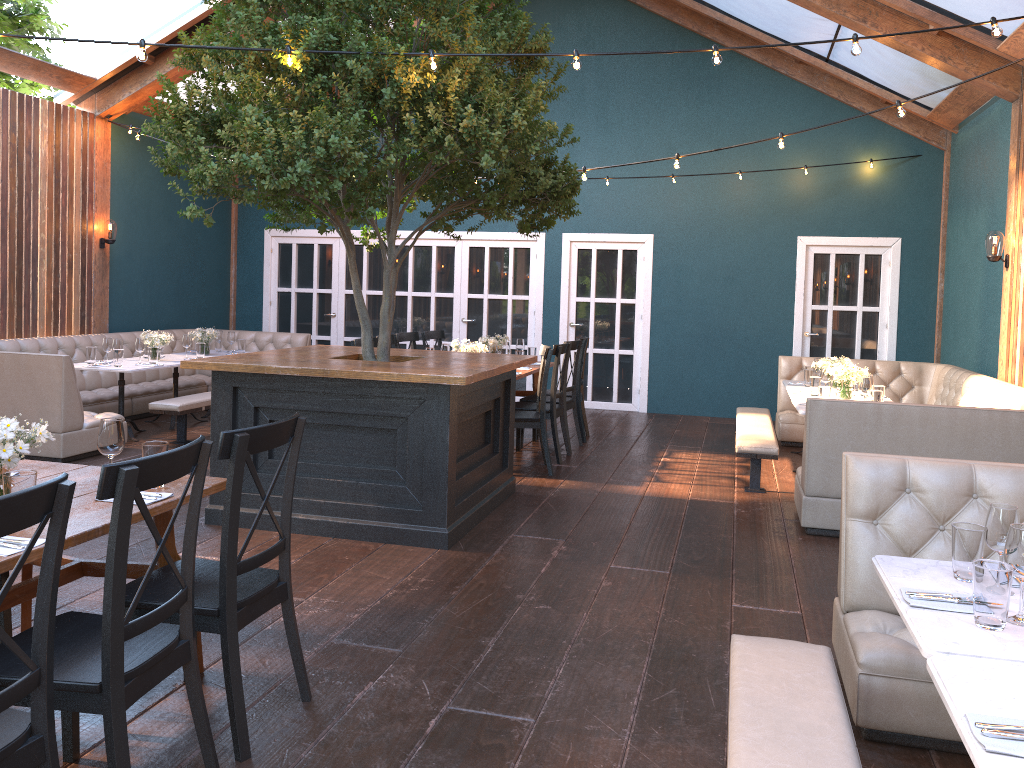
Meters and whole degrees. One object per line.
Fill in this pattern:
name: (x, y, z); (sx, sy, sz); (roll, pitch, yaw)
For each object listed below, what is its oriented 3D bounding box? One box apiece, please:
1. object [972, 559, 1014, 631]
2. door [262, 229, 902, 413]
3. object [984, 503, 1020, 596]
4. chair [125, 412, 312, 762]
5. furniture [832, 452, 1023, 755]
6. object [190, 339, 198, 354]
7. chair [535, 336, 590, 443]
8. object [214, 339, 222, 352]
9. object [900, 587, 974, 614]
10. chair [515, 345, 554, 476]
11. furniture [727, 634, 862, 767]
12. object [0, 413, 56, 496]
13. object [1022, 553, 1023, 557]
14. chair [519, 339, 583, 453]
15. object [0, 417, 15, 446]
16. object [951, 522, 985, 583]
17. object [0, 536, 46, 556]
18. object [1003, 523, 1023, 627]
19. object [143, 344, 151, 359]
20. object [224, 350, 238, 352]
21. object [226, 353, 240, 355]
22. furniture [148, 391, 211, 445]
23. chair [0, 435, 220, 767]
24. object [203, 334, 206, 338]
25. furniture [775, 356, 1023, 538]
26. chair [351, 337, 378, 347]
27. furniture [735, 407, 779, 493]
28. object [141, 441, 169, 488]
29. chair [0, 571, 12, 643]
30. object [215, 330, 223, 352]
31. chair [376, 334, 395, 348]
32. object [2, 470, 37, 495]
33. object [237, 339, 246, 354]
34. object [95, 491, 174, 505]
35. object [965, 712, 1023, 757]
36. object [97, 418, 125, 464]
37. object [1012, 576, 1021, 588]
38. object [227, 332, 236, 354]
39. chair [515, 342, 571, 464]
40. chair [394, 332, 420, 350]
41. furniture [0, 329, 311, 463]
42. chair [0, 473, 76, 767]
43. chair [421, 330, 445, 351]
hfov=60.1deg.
object: (1.199, 0.529, 2.213); (0.092, 0.158, 0.092); (2, 3, 1)
door: (0.517, -0.820, 11.317); (8.177, 2.204, 0.174); (3, 3, 14)
object: (1.374, 0.463, 2.484); (0.092, 0.244, 0.092); (0, 3, -28)
chair: (-1.007, 0.620, 2.988); (0.540, 1.017, 0.478); (3, 3, 14)
furniture: (1.655, 0.946, 1.459); (1.710, 0.856, 4.173); (3, 6, 14)
object: (-3.471, -0.412, 9.657); (0.092, 0.158, 0.092); (2, 3, 1)
chair: (0.515, 0.033, 8.905); (0.540, 1.017, 0.479); (2, 3, 9)
object: (-3.331, -0.448, 10.037); (0.092, 0.158, 0.092); (2, 3, 1)
object: (1.189, 0.580, 2.382); (0.255, 0.019, 0.158); (3, 6, 15)
chair: (0.073, 0.195, 7.267); (0.539, 1.017, 0.479); (2, 3, -3)
furniture: (0.573, 1.112, 1.745); (0.313, 0.397, 2.337); (3, 6, 14)
object: (-1.664, 0.242, 2.822); (0.336, 0.308, 0.330); (3, 4, 10)
object: (1.367, 0.478, 2.030); (0.336, 0.308, 0.330); (4, 5, 26)
chair: (0.376, 0.087, 8.364); (0.540, 1.017, 0.478); (3, 3, 19)
object: (-1.788, 0.243, 3.090); (0.092, 0.244, 0.092); (0, 3, -28)
object: (1.332, 0.493, 2.587); (0.092, 0.158, 0.092); (2, 3, 1)
object: (-1.439, 0.438, 2.452); (0.255, 0.019, 0.158); (3, 6, 15)
object: (1.302, 0.485, 2.253); (0.092, 0.244, 0.092); (0, 3, -28)
object: (-3.672, -0.338, 8.908); (0.092, 0.158, 0.092); (2, 3, 1)
object: (-3.167, -0.374, 10.048); (0.157, 0.019, 0.256); (3, 6, 14)
object: (-3.010, -0.326, 9.645); (0.255, 0.019, 0.158); (3, 6, 15)
furniture: (-2.765, 0.247, 8.866); (0.313, 0.397, 2.337); (3, 6, 14)
chair: (-1.147, 0.674, 2.445); (0.540, 1.017, 0.479); (2, 3, 9)
object: (-3.350, -0.457, 9.715); (0.092, 0.244, 0.092); (0, 3, -33)
furniture: (3.160, 0.366, 7.307); (1.710, 0.856, 4.173); (3, 6, 14)
chair: (-1.100, 0.125, 7.585); (0.540, 1.017, 0.478); (3, 3, 14)
furniture: (2.086, 0.530, 7.624); (0.313, 0.397, 2.337); (3, 6, 14)
object: (-1.285, 0.291, 3.184); (0.092, 0.158, 0.092); (5, 4, 41)
chair: (-2.233, 0.549, 3.301); (0.540, 1.017, 0.478); (3, 3, 19)
object: (-3.289, -0.479, 9.935); (0.092, 0.244, 0.092); (0, 3, -33)
chair: (-1.007, 0.069, 8.139); (0.540, 1.017, 0.479); (2, 3, 9)
object: (-1.460, 0.342, 2.622); (0.092, 0.158, 0.092); (5, 4, 41)
object: (-3.005, -0.416, 9.836); (0.092, 0.158, 0.092); (2, 3, 1)
object: (-1.305, 0.378, 3.017); (0.255, 0.019, 0.158); (3, 6, 15)
object: (0.989, 0.654, 1.636); (0.255, 0.019, 0.158); (3, 6, 15)
object: (-1.431, 0.246, 3.156); (0.092, 0.244, 0.092); (2, 3, -5)
object: (1.496, 0.567, 2.597); (0.157, 0.019, 0.256); (3, 6, 14)
object: (-3.101, -0.456, 9.774); (0.092, 0.244, 0.092); (0, 3, -33)
chair: (0.236, 0.141, 7.821); (0.540, 1.017, 0.478); (3, 3, 14)
chair: (-0.882, 0.014, 8.685); (0.540, 1.017, 0.478); (3, 3, 19)
furniture: (-3.807, -0.041, 9.104); (1.710, 0.856, 4.173); (3, 6, 14)
chair: (-1.286, 0.727, 1.903); (0.540, 1.017, 0.478); (3, 3, 14)
chair: (-0.665, -0.035, 9.207); (0.540, 1.017, 0.478); (3, 3, 20)
